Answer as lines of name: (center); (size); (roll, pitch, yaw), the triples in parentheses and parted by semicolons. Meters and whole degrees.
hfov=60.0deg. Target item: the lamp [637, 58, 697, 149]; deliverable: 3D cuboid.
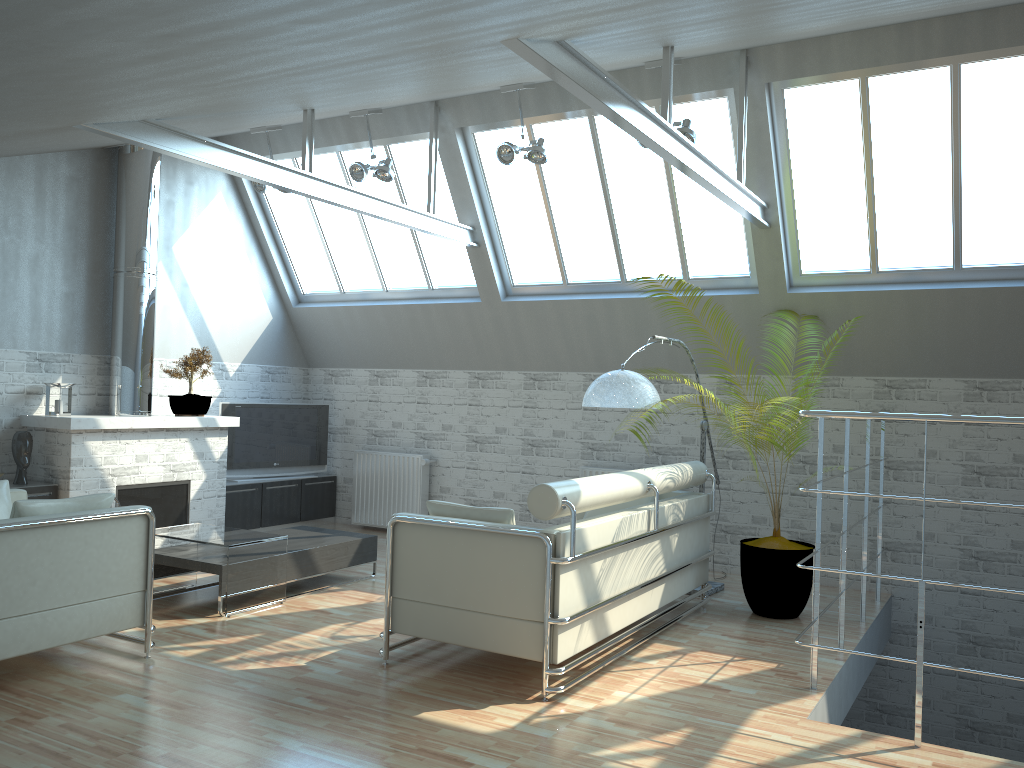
lamp: (2.053, -3.802, 11.954); (0.808, 1.172, 0.619); (1, -1, 34)

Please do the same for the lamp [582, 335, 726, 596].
lamp: (2.434, 1.214, 12.843); (1.015, 3.709, 4.621); (1, -1, 36)

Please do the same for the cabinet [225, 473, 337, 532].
cabinet: (-4.938, 2.401, 17.730); (0.908, 1.016, 3.234); (1, -1, 30)

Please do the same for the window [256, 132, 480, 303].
window: (-2.824, -3.091, 16.994); (4.651, 2.787, 1.897); (1, -1, 30)

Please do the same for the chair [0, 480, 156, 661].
chair: (-5.272, 1.775, 8.968); (2.507, 2.001, 2.201); (1, -1, 30)

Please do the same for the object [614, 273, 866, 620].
object: (2.817, 0.883, 11.886); (3.777, 4.386, 5.015); (2, -1, 5)

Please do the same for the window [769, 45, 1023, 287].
window: (6.002, -2.878, 11.964); (4.651, 2.787, 1.897); (1, -1, 30)

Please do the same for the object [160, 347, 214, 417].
object: (-5.725, -0.067, 15.587); (0.572, 1.265, 1.115); (1, -1, 33)

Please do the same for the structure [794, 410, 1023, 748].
structure: (6.428, 1.767, 9.435); (5.366, 2.781, 6.483); (1, -1, 30)

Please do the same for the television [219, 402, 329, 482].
television: (-4.797, 1.139, 17.794); (0.592, 1.514, 2.577); (1, -1, 40)

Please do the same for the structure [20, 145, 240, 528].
structure: (-6.262, -0.761, 14.945); (1.309, 7.180, 3.302); (1, -1, 30)

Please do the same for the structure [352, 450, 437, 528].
structure: (-2.401, 2.150, 17.946); (1.892, 1.524, 0.508); (1, -1, 30)

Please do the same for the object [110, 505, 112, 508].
object: (-6.152, 2.262, 13.566); (0.025, 0.855, 0.025); (2, -1, -38)

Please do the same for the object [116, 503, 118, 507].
object: (-6.096, 2.275, 13.665); (0.155, 0.873, 0.026); (1, -1, 31)

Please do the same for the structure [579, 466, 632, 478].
structure: (2.060, 2.258, 15.403); (1.892, 1.524, 0.508); (1, -1, 30)

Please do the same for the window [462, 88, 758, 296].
window: (1.589, -2.985, 14.479); (4.651, 2.787, 1.897); (1, -1, 30)

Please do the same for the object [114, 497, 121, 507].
object: (-6.248, 2.244, 13.569); (0.412, 1.124, 0.584); (1, -1, 30)

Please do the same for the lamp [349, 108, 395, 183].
lamp: (-2.338, -3.908, 14.457); (0.808, 1.172, 0.619); (1, -1, 34)

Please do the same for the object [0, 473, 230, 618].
object: (-5.458, 1.535, 12.196); (4.859, 2.558, 1.528); (1, -1, 29)

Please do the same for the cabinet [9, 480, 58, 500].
cabinet: (-8.394, 2.078, 11.627); (0.914, 1.270, 4.572); (1, -1, 30)

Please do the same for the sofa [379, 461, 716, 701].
sofa: (0.731, 1.995, 10.832); (2.199, 1.999, 4.866); (1, -1, 30)

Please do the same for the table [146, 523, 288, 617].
table: (-3.966, 2.401, 11.681); (1.726, 0.867, 1.015); (1, -1, 30)

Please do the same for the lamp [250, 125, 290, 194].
lamp: (-4.258, -3.955, 15.551); (0.808, 1.172, 0.619); (1, -1, 34)

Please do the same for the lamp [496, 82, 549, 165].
lamp: (0.117, -3.849, 13.058); (0.808, 1.172, 0.618); (1, -1, 34)
